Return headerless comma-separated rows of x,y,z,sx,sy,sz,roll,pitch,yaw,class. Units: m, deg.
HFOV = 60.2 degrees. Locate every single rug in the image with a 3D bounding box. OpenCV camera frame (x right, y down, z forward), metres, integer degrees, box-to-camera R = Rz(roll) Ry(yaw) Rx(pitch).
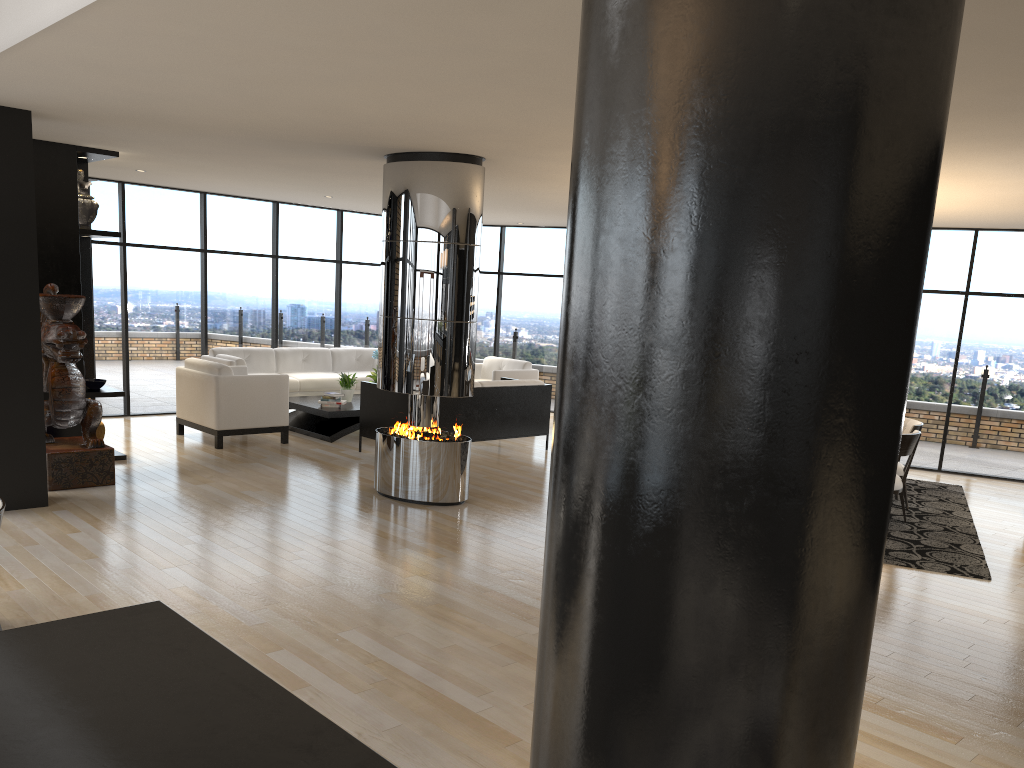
2.779,1.084,8.225,2.705,0.011,3.686,6,6,23,rug

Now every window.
-1.910,-1.376,5.608,10.058,4.859,15.772,8,8,33,window

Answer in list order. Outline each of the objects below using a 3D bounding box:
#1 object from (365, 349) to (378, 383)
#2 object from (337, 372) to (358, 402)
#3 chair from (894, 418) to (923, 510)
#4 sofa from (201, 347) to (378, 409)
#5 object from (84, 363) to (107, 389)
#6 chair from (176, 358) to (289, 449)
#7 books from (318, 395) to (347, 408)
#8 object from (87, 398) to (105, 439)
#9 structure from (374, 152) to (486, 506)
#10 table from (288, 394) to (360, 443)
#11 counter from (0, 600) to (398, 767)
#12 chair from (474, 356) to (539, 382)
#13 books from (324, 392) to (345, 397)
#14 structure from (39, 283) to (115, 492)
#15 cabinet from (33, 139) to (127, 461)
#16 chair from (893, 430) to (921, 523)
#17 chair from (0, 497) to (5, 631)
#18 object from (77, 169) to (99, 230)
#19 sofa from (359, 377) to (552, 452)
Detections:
-1.625,-0.110,10.754,0.355,0.641,0.364,-1,11,-24,object
-1.962,0.029,10.511,0.284,0.376,0.212,5,10,9,object
3.420,0.720,8.199,0.615,0.819,0.633,5,9,9,chair
-2.673,-0.034,11.788,2.684,0.868,0.846,-2,10,-43,sofa
-3.921,-0.121,8.209,0.369,0.318,0.212,11,12,44,object
-3.010,0.172,9.535,0.851,0.869,0.991,-5,11,-44,chair
-2.040,0.194,10.039,0.307,0.128,0.220,3,7,-5,books
-3.955,0.378,8.314,0.223,0.502,0.219,0,11,-17,object
-0.695,-0.416,7.220,0.885,2.786,0.581,10,13,33,structure
-1.712,0.380,10.801,2.024,0.357,1.251,-2,8,-44,table
-1.434,0.557,0.305,3.102,0.032,1.168,-2,8,-43,counter
-0.290,0.078,12.099,0.851,0.869,0.991,-5,11,-44,chair
-2.019,0.120,10.022,0.183,0.027,0.153,8,7,37,books
-3.631,0.001,7.153,0.514,1.619,0.723,-7,14,-43,structure
-4.819,-0.793,8.497,1.180,2.784,2.633,-6,13,-42,cabinet
3.058,0.769,7.496,0.641,0.819,0.608,-4,11,-37,chair
-2.619,0.856,3.893,0.681,0.685,0.797,-5,11,-44,chair
-3.842,-1.653,7.921,0.244,0.553,0.241,3,10,0,object
-0.588,0.334,9.642,2.024,0.816,0.829,-3,10,-43,sofa
